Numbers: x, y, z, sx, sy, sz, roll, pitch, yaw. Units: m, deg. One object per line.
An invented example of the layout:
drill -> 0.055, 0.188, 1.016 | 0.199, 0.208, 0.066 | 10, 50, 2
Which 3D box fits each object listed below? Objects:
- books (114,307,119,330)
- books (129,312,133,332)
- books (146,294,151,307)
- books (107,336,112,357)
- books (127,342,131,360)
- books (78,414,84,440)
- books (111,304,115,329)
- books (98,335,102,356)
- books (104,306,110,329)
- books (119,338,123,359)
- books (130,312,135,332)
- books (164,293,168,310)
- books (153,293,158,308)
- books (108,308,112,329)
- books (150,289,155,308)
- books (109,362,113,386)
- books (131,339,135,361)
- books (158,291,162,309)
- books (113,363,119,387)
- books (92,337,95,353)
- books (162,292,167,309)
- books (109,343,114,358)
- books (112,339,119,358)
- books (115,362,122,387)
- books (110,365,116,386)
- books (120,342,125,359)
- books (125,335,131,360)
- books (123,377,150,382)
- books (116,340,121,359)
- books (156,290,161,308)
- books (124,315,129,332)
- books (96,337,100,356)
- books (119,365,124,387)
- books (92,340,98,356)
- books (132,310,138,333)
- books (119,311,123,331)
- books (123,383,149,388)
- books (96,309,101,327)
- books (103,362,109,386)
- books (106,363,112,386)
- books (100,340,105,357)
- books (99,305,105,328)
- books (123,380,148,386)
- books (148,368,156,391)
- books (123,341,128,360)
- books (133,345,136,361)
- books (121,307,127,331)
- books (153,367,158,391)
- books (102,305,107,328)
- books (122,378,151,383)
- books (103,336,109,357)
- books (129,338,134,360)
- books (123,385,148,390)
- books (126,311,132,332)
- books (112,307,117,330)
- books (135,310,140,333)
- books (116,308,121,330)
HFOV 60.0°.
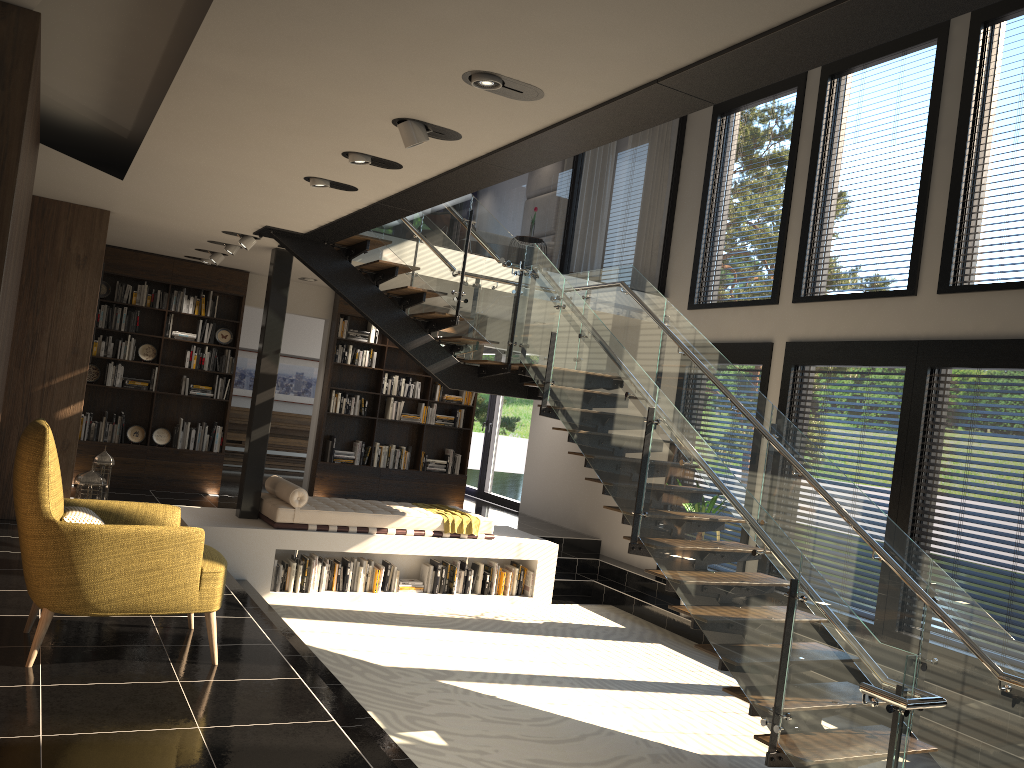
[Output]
books -> -4.476, -0.740, 10.014 | 0.019, 0.264, 0.175 | 8, -1, -28
books -> -4.350, -0.703, 10.105 | 0.014, 0.230, 0.172 | 8, -1, -28
books -> -4.192, -0.954, 10.214 | 0.040, 0.149, 0.125 | 8, -2, -28
books -> -4.547, -0.418, 10.004 | 0.026, 0.237, 0.164 | 8, -1, -28
books -> -4.375, -0.378, 10.115 | 0.018, 0.210, 0.157 | 8, -1, -28
books -> -4.832, 0.475, 9.928 | 0.030, 0.282, 0.170 | 8, -1, -28
books -> -4.515, -0.756, 10.016 | 0.015, 0.287, 0.154 | 8, -1, -28
books -> -4.645, -0.431, 9.989 | 0.019, 0.236, 0.139 | 8, -1, -28
books -> -4.565, -0.751, 9.978 | 0.027, 0.260, 0.181 | 8, -1, -28
books -> -4.450, -0.406, 10.071 | 0.020, 0.243, 0.154 | 8, -1, -28
books -> -4.335, -0.707, 10.119 | 0.024, 0.242, 0.144 | 8, -1, -28
books -> -4.026, -0.953, 10.289 | 0.024, 0.194, 0.182 | 8, -2, -28
books -> -4.114, -0.956, 10.207 | 0.029, 0.172, 0.187 | 8, -2, -28
books -> -4.528, -0.737, 9.976 | 0.039, 0.243, 0.179 | 8, -1, -28
books -> -4.153, -0.983, 10.222 | 0.030, 0.217, 0.165 | 8, -1, -28
books -> -4.536, -0.115, 10.017 | 0.018, 0.275, 0.144 | 8, -1, -28
books -> -4.341, -0.390, 10.144 | 0.023, 0.244, 0.133 | 8, -1, -28
books -> -4.064, -0.968, 10.246 | 0.039, 0.212, 0.171 | 8, -2, -28
books -> -4.500, -0.104, 10.059 | 0.024, 0.265, 0.147 | 8, -1, -28
books -> -4.713, -0.439, 9.959 | 0.018, 0.232, 0.123 | 8, -1, -28
books -> -4.030, -0.959, 10.249 | 0.023, 0.202, 0.201 | 8, -2, -28
books -> -4.535, -0.380, 10.026 | 0.026, 0.167, 0.173 | 8, -2, -28
books -> -4.501, -0.400, 10.052 | 0.053, 0.216, 0.151 | 8, -1, -28
books -> -4.471, -0.107, 10.066 | 0.032, 0.279, 0.133 | 8, -1, -28
books -> -4.528, -0.097, 10.051 | 0.032, 0.245, 0.120 | 8, -1, -28
books -> -4.428, -0.378, 10.070 | 0.025, 0.193, 0.172 | 8, -2, -28
books -> -4.379, -0.417, 10.094 | 0.018, 0.284, 0.198 | 8, -1, -28
books -> -4.299, -0.051, 10.150 | 0.293, 0.013, 0.187 | 8, -2, -26
books -> -4.455, -0.389, 10.038 | 0.016, 0.205, 0.204 | 8, -2, -28
books -> -4.096, -0.973, 10.237 | 0.027, 0.212, 0.180 | 8, -2, -28
books -> -4.383, -0.688, 10.062 | 0.025, 0.188, 0.181 | 8, -2, -28
books -> -4.666, -0.420, 9.986 | 0.018, 0.208, 0.126 | 8, -1, -28
books -> -4.454, -0.091, 10.096 | 0.030, 0.253, 0.138 | 8, -1, -28
books -> -4.683, -0.403, 9.954 | 0.037, 0.169, 0.148 | 8, -2, -28
books -> -4.314, -0.714, 10.135 | 0.025, 0.263, 0.147 | 8, -1, -28
books -> -4.443, -0.712, 10.059 | 0.024, 0.220, 0.123 | 8, -1, -28
books -> -4.317, 0.014, 10.166 | 0.266, 0.021, 0.152 | 9, -2, -30
books -> -4.640, -0.733, 9.938 | 0.025, 0.204, 0.192 | 8, -2, -28
books -> -4.589, -0.116, 10.018 | 0.020, 0.264, 0.152 | 8, -1, -28
books -> -4.552, -0.109, 9.997 | 0.026, 0.257, 0.192 | 8, -1, -28
books -> -4.612, -0.399, 9.977 | 0.035, 0.180, 0.164 | 8, -2, -28
books -> -4.610, -0.755, 9.952 | 0.035, 0.255, 0.183 | 8, -1, -28
books -> -4.313, -0.012, 10.166 | 0.244, 0.033, 0.142 | 9, -2, -32
books -> -4.160, -0.051, 10.244 | 0.032, 0.261, 0.157 | 8, -1, -28
books -> -4.415, -0.386, 10.104 | 0.027, 0.214, 0.159 | 8, -1, -28
books -> -4.324, -0.356, 10.143 | 0.015, 0.181, 0.136 | 8, -1, -28
books -> -4.408, -0.734, 10.060 | 0.033, 0.273, 0.189 | 8, -1, -28
books -> -4.124, -0.059, 10.235 | 0.018, 0.286, 0.157 | 8, -1, -28
books -> -4.583, -0.757, 9.962 | 0.022, 0.267, 0.197 | 8, -1, -28
books -> -4.306, -0.037, 10.156 | 0.293, 0.016, 0.174 | 9, -2, -30
books -> -4.584, -0.422, 10.007 | 0.036, 0.235, 0.169 | 8, -1, -28
books -> -4.349, -0.400, 10.115 | 0.021, 0.260, 0.197 | 8, -1, -28
books -> -4.319, 0.041, 10.163 | 0.263, 0.032, 0.154 | 8, -2, -26
books -> -4.374, -0.711, 10.107 | 0.028, 0.240, 0.148 | 8, -1, -28
books -> -4.501, -0.738, 10.021 | 0.018, 0.256, 0.172 | 8, -1, -28
books -> -4.288, -0.712, 10.150 | 0.035, 0.266, 0.133 | 8, -1, -28
books -> -4.466, -0.733, 10.049 | 0.032, 0.255, 0.160 | 8, -1, -28
